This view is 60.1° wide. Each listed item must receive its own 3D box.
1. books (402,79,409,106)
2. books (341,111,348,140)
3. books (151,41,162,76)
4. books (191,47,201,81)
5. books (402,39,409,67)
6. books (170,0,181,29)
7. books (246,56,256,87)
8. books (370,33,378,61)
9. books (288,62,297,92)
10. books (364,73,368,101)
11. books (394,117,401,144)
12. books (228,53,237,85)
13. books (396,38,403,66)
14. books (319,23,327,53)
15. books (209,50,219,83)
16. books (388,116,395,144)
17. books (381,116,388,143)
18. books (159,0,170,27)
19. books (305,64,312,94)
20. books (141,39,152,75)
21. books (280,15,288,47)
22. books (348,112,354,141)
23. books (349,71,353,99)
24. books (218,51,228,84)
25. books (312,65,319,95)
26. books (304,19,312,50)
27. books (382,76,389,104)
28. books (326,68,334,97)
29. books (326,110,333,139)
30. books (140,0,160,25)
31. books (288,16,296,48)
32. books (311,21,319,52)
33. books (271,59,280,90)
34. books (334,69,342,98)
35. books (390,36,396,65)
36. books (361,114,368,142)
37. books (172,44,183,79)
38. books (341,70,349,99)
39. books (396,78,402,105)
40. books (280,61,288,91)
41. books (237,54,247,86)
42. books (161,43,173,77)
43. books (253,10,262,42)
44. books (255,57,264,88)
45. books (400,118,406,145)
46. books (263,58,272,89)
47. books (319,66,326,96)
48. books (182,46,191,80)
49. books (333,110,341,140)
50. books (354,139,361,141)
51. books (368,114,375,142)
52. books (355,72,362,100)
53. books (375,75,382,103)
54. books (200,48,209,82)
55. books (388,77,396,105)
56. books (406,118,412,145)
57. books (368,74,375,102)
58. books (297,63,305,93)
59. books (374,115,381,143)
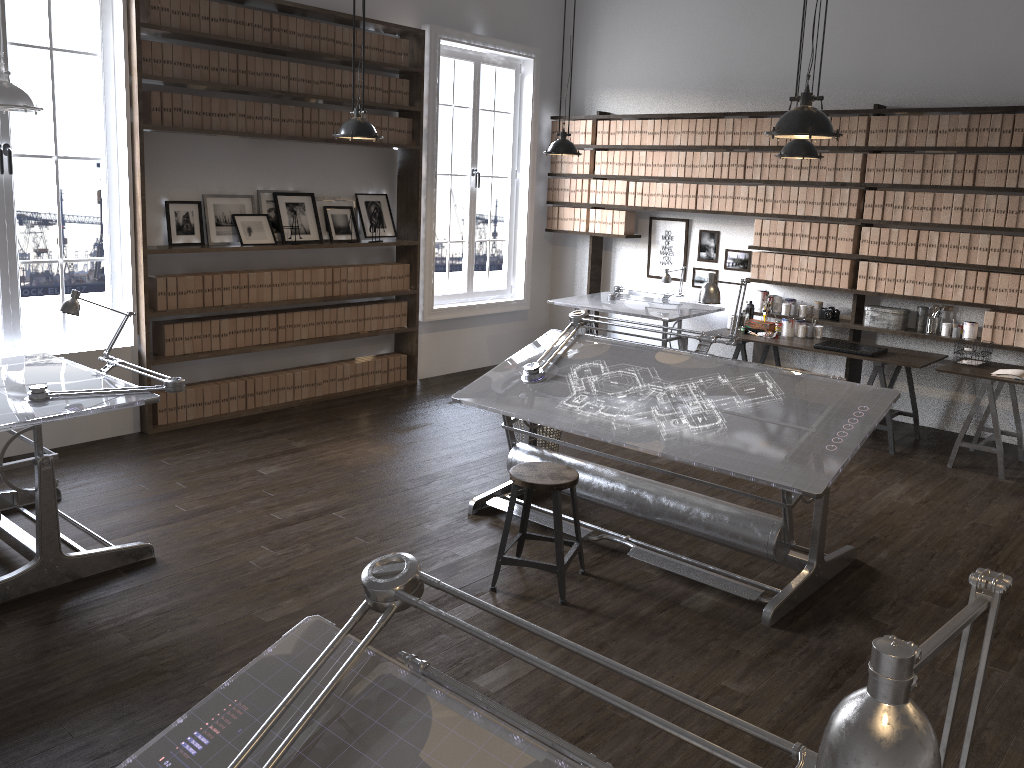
[{"bbox_3d":[-0.947,-2.438,7.440,0.175,0.223,0.067,12,14,40],"label":"books"},{"bbox_3d":[-1.378,-2.042,7.015,0.175,0.224,0.067,12,14,40],"label":"books"},{"bbox_3d":[-2.377,-2.129,5.825,0.175,0.223,0.067,12,14,40],"label":"books"},{"bbox_3d":[-2.194,-2.167,6.025,0.175,0.224,0.067,12,14,40],"label":"books"},{"bbox_3d":[-0.939,-2.747,7.376,0.175,0.223,0.067,12,14,40],"label":"books"},{"bbox_3d":[-2.273,-2.458,5.870,0.175,0.223,0.067,12,14,40],"label":"books"},{"bbox_3d":[-1.916,-2.229,6.349,0.175,0.223,0.067,12,14,40],"label":"books"},{"bbox_3d":[-1.163,-2.699,7.124,0.175,0.223,0.067,12,14,40],"label":"books"},{"bbox_3d":[-1.682,-2.278,6.605,0.175,0.224,0.067,12,14,40],"label":"books"},{"bbox_3d":[-1.237,-2.376,7.115,0.175,0.223,0.067,12,14,40],"label":"books"},{"bbox_3d":[-1.015,-2.120,7.425,0.175,0.224,0.067,12,14,40],"label":"books"},{"bbox_3d":[-2.014,-2.208,6.238,0.175,0.223,0.067,12,14,40],"label":"books"},{"bbox_3d":[-0.989,-2.737,7.326,0.175,0.223,0.067,12,14,40],"label":"books"},{"bbox_3d":[-1.487,-2.629,6.760,0.175,0.223,0.067,12,14,40],"label":"books"},{"bbox_3d":[-2.107,-2.188,6.132,0.175,0.223,0.067,12,14,40],"label":"books"},{"bbox_3d":[-1.059,-2.111,7.375,0.175,0.223,0.067,12,14,40],"label":"books"},{"bbox_3d":[-1.109,-2.101,7.324,0.175,0.223,0.067,12,14,40],"label":"books"},{"bbox_3d":[-2.319,-2.447,5.814,0.175,0.223,0.067,12,14,40],"label":"books"},{"bbox_3d":[-1.596,-2.298,6.708,0.175,0.223,0.067,12,14,40],"label":"books"},{"bbox_3d":[-2.425,-2.119,5.774,0.175,0.223,0.067,12,14,40],"label":"books"},{"bbox_3d":[-1.722,-2.579,6.499,0.175,0.223,0.067,12,14,40],"label":"books"},{"bbox_3d":[-1.338,-2.052,7.067,0.175,0.223,0.067,12,14,40],"label":"books"},{"bbox_3d":[-1.324,-2.357,7.015,0.175,0.223,0.067,12,14,40],"label":"books"},{"bbox_3d":[-2.057,-2.197,6.182,0.175,0.223,0.067,12,14,40],"label":"books"},{"bbox_3d":[-1.548,-2.306,6.754,0.175,0.224,0.067,12,14,40],"label":"books"},{"bbox_3d":[-1.585,-2.609,6.654,0.175,0.223,0.067,12,14,40],"label":"books"},{"bbox_3d":[-1.097,-2.406,7.274,0.175,0.223,0.067,12,14,40],"label":"books"},{"bbox_3d":[-1.460,-2.327,6.862,0.175,0.223,0.067,12,14,40],"label":"books"},{"bbox_3d":[-1.474,-2.023,6.915,0.175,0.223,0.067,12,14,40],"label":"books"},{"bbox_3d":[-2.366,-2.437,5.760,0.175,0.224,0.067,12,14,40],"label":"books"},{"bbox_3d":[-1.673,-2.587,6.543,0.175,0.223,0.067,12,14,40],"label":"books"},{"bbox_3d":[-1.537,-2.618,6.705,0.175,0.223,0.067,12,14,40],"label":"books"},{"bbox_3d":[-1.778,-2.257,6.494,0.175,0.223,0.067,12,14,40],"label":"books"},{"bbox_3d":[-1.411,-2.337,6.912,0.175,0.224,0.067,12,14,40],"label":"books"},{"bbox_3d":[-1.036,-2.727,7.273,0.175,0.223,0.067,12,14,40],"label":"books"},{"bbox_3d":[-1.246,-2.071,7.166,0.175,0.224,0.067,12,14,40],"label":"books"},{"bbox_3d":[-2.282,-2.149,5.930,0.175,0.223,0.067,12,14,40],"label":"books"},{"bbox_3d":[-1.364,-2.347,6.967,0.175,0.223,0.067,12,14,40],"label":"books"},{"bbox_3d":[-0.999,-2.427,7.385,0.175,0.223,0.067,12,14,40],"label":"books"},{"bbox_3d":[-1.733,-2.268,6.550,0.175,0.223,0.067,12,14,40],"label":"books"},{"bbox_3d":[-1.960,-2.218,6.290,0.175,0.224,0.067,12,14,40],"label":"books"},{"bbox_3d":[-2.328,-2.138,5.875,0.175,0.224,0.067,12,14,40],"label":"books"},{"bbox_3d":[-1.863,-2.547,6.332,0.175,0.223,0.067,12,14,40],"label":"books"},{"bbox_3d":[-1.871,-2.238,6.396,0.175,0.223,0.067,12,14,40],"label":"books"},{"bbox_3d":[-0.977,-2.130,7.475,0.175,0.223,0.067,12,14,40],"label":"books"},{"bbox_3d":[-1.826,-2.246,6.440,0.175,0.224,0.067,12,14,40],"label":"books"},{"bbox_3d":[-1.507,-2.318,6.811,0.175,0.223,0.067,12,14,40],"label":"books"},{"bbox_3d":[-2.241,-2.158,5.978,0.175,0.223,0.067,12,14,40],"label":"books"},{"bbox_3d":[-1.427,-2.033,6.968,0.175,0.223,0.067,12,14,40],"label":"books"},{"bbox_3d":[-1.295,-2.061,7.113,0.175,0.223,0.067,12,14,40],"label":"books"},{"bbox_3d":[-1.202,-2.082,7.221,0.175,0.223,0.067,12,14,40],"label":"books"},{"bbox_3d":[-1.277,-2.365,7.061,0.175,0.224,0.067,12,14,40],"label":"books"},{"bbox_3d":[-1.140,-2.395,7.218,0.175,0.223,0.067,12,14,40],"label":"books"},{"bbox_3d":[-2.154,-2.177,6.079,0.175,0.223,0.067,12,14,40],"label":"books"},{"bbox_3d":[-1.043,-2.416,7.326,0.175,0.224,0.067,12,14,40],"label":"books"},{"bbox_3d":[-0.931,-2.140,7.528,0.175,0.223,0.067,12,14,40],"label":"books"},{"bbox_3d":[-1.190,-2.386,7.168,0.175,0.223,0.067,12,14,40],"label":"books"},{"bbox_3d":[-1.636,-2.288,6.660,0.175,0.223,0.067,12,14,40],"label":"books"},{"bbox_3d":[-1.158,-2.092,7.274,0.175,0.223,0.067,12,14,40],"label":"books"}]
